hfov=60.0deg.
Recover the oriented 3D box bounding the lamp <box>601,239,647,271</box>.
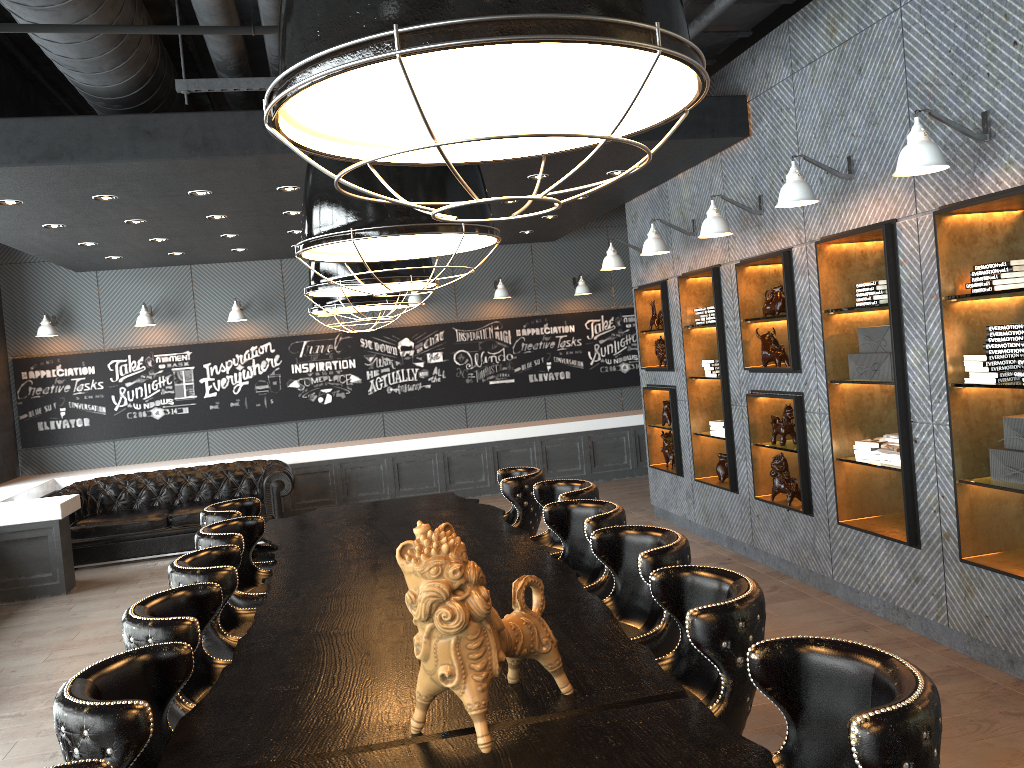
[{"bbox_3d":[1.073,-1.248,8.424,0.489,0.287,0.244,-5,2,4],"label":"lamp"}]

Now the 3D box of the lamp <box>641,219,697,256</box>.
[{"bbox_3d":[1.299,-1.238,7.364,0.489,0.287,0.244,-5,2,4],"label":"lamp"}]

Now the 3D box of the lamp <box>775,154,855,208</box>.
[{"bbox_3d":[1.772,-1.204,5.164,0.489,0.287,0.244,-5,2,4],"label":"lamp"}]

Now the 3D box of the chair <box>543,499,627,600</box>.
[{"bbox_3d":[0.272,1.111,4.010,0.568,1.092,0.504,-6,2,-22],"label":"chair"}]

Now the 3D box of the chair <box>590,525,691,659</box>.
[{"bbox_3d":[0.420,1.124,3.321,0.568,1.092,0.504,-6,2,-17],"label":"chair"}]

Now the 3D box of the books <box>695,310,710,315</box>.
[{"bbox_3d":[1.703,-0.617,7.612,0.193,0.028,0.245,-5,2,-7],"label":"books"}]

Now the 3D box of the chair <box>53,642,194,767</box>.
[{"bbox_3d":[-0.832,1.275,2.325,0.568,1.092,0.504,-5,2,-8],"label":"chair"}]

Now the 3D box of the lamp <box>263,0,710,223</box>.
[{"bbox_3d":[-0.125,-1.392,1.241,0.621,2.302,0.622,-4,2,33],"label":"lamp"}]

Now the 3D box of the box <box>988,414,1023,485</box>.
[{"bbox_3d":[2.524,0.320,4.275,0.323,0.315,0.419,-6,2,-12],"label":"box"}]

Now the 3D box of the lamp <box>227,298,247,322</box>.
[{"bbox_3d":[-3.442,-0.940,11.211,0.243,0.287,0.490,-5,2,4],"label":"lamp"}]

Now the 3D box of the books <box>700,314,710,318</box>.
[{"bbox_3d":[1.745,-0.593,7.621,0.193,0.028,0.245,-5,2,-5],"label":"books"}]

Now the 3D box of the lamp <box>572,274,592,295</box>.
[{"bbox_3d":[0.958,-1.365,12.153,0.243,0.287,0.490,-5,2,4],"label":"lamp"}]

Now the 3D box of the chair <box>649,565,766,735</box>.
[{"bbox_3d":[0.500,1.143,2.643,0.568,1.092,0.504,-5,2,-4],"label":"chair"}]

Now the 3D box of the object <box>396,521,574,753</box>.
[{"bbox_3d":[-0.059,0.582,2.228,0.249,0.545,0.475,-4,2,41],"label":"object"}]

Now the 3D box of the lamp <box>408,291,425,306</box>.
[{"bbox_3d":[-1.259,-1.182,11.678,0.243,0.287,0.490,-5,2,4],"label":"lamp"}]

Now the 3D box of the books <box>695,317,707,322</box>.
[{"bbox_3d":[1.695,-0.561,7.631,0.193,0.028,0.245,-5,2,0],"label":"books"}]

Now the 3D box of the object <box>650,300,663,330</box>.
[{"bbox_3d":[1.393,-0.669,8.502,0.097,0.290,0.290,-6,2,-14],"label":"object"}]

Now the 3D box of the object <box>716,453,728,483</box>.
[{"bbox_3d":[1.884,0.697,7.509,0.314,0.251,0.157,-5,2,3],"label":"object"}]

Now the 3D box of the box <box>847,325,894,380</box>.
[{"bbox_3d":[2.233,-0.192,5.352,0.298,0.315,0.419,-6,2,-12],"label":"box"}]

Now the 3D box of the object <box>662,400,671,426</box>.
[{"bbox_3d":[1.556,0.273,8.578,0.253,0.249,0.126,-7,2,-37],"label":"object"}]

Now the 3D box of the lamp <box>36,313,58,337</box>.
[{"bbox_3d":[-5.582,-0.723,10.752,0.243,0.287,0.490,-5,2,4],"label":"lamp"}]

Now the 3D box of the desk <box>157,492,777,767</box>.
[{"bbox_3d":[-0.093,1.308,2.177,1.433,0.927,7.595,-6,2,-12],"label":"desk"}]

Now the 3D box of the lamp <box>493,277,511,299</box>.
[{"bbox_3d":[-0.136,-1.294,11.919,0.243,0.287,0.490,-5,2,4],"label":"lamp"}]

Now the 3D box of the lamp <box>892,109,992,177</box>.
[{"bbox_3d":[2.005,-1.140,4.099,0.489,0.287,0.244,-5,2,4],"label":"lamp"}]

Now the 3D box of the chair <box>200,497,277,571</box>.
[{"bbox_3d":[-1.449,1.224,5.114,0.568,1.092,0.504,-5,2,-3],"label":"chair"}]

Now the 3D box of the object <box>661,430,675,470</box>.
[{"bbox_3d":[1.544,0.630,8.559,0.170,0.362,0.269,-6,2,-19],"label":"object"}]

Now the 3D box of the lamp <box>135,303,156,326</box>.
[{"bbox_3d":[-4.496,-0.865,10.985,0.243,0.287,0.490,-5,2,4],"label":"lamp"}]

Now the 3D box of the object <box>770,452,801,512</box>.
[{"bbox_3d":[1.977,0.699,6.403,0.177,0.387,0.338,-5,2,-4],"label":"object"}]

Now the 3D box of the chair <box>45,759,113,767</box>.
[{"bbox_3d":[-0.700,1.291,1.590,0.568,1.092,0.504,-6,2,-14],"label":"chair"}]

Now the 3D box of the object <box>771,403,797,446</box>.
[{"bbox_3d":[1.960,0.292,6.459,0.143,0.306,0.317,-6,2,-17],"label":"object"}]

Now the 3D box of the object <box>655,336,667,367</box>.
[{"bbox_3d":[1.466,-0.302,8.498,0.155,0.329,0.236,-5,2,-7],"label":"object"}]

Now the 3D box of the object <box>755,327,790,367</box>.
[{"bbox_3d":[1.895,-0.260,6.414,0.154,0.309,0.324,-5,2,-7],"label":"object"}]

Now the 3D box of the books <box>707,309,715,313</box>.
[{"bbox_3d":[1.766,-0.612,7.331,0.193,0.028,0.245,-7,3,-32],"label":"books"}]

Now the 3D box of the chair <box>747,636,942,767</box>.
[{"bbox_3d":[0.640,1.159,1.894,0.568,1.092,0.504,-5,2,-10],"label":"chair"}]

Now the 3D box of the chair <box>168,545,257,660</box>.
[{"bbox_3d":[-1.090,1.245,3.717,0.568,1.092,0.504,-6,2,-15],"label":"chair"}]

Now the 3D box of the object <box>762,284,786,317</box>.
[{"bbox_3d":[1.887,-0.596,6.369,0.138,0.222,0.278,-6,2,-12],"label":"object"}]

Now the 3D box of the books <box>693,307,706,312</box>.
[{"bbox_3d":[1.701,-0.646,7.610,0.193,0.028,0.245,-6,2,-15],"label":"books"}]

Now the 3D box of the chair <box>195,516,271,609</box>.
[{"bbox_3d":[-1.230,1.231,4.419,0.568,1.092,0.504,-5,2,-3],"label":"chair"}]

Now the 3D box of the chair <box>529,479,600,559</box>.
[{"bbox_3d":[0.219,1.089,4.700,0.568,1.092,0.504,-6,2,-15],"label":"chair"}]

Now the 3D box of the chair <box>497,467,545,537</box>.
[{"bbox_3d":[-0.039,1.085,5.405,0.568,1.092,0.504,-5,2,-3],"label":"chair"}]

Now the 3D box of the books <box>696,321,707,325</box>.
[{"bbox_3d":[1.711,-0.533,7.614,0.193,0.028,0.245,-5,2,-8],"label":"books"}]

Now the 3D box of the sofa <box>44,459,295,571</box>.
[{"bbox_3d":[-3.678,1.379,9.757,2.566,0.838,1.239,-6,2,-13],"label":"sofa"}]

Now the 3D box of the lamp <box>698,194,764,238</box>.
[{"bbox_3d":[1.543,-1.199,6.237,0.489,0.287,0.244,-5,2,4],"label":"lamp"}]

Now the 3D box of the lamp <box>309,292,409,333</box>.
[{"bbox_3d":[-1.046,-1.473,5.523,0.621,2.302,0.622,-4,2,33],"label":"lamp"}]

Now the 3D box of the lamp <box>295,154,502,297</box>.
[{"bbox_3d":[-0.432,-1.419,2.668,0.621,2.302,0.622,-4,2,33],"label":"lamp"}]

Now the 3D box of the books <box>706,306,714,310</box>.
[{"bbox_3d":[1.764,-0.640,7.330,0.194,0.028,0.245,-7,3,-40],"label":"books"}]

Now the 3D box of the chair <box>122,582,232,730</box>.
[{"bbox_3d":[-0.971,1.261,3.023,0.568,1.092,0.504,-5,2,-9],"label":"chair"}]

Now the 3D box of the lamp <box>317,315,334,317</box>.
[{"bbox_3d":[-2.368,-1.019,11.441,0.243,0.287,0.490,-5,2,4],"label":"lamp"}]

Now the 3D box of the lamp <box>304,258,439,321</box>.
[{"bbox_3d":[-0.739,-1.446,4.096,0.621,2.302,0.622,-4,2,33],"label":"lamp"}]
